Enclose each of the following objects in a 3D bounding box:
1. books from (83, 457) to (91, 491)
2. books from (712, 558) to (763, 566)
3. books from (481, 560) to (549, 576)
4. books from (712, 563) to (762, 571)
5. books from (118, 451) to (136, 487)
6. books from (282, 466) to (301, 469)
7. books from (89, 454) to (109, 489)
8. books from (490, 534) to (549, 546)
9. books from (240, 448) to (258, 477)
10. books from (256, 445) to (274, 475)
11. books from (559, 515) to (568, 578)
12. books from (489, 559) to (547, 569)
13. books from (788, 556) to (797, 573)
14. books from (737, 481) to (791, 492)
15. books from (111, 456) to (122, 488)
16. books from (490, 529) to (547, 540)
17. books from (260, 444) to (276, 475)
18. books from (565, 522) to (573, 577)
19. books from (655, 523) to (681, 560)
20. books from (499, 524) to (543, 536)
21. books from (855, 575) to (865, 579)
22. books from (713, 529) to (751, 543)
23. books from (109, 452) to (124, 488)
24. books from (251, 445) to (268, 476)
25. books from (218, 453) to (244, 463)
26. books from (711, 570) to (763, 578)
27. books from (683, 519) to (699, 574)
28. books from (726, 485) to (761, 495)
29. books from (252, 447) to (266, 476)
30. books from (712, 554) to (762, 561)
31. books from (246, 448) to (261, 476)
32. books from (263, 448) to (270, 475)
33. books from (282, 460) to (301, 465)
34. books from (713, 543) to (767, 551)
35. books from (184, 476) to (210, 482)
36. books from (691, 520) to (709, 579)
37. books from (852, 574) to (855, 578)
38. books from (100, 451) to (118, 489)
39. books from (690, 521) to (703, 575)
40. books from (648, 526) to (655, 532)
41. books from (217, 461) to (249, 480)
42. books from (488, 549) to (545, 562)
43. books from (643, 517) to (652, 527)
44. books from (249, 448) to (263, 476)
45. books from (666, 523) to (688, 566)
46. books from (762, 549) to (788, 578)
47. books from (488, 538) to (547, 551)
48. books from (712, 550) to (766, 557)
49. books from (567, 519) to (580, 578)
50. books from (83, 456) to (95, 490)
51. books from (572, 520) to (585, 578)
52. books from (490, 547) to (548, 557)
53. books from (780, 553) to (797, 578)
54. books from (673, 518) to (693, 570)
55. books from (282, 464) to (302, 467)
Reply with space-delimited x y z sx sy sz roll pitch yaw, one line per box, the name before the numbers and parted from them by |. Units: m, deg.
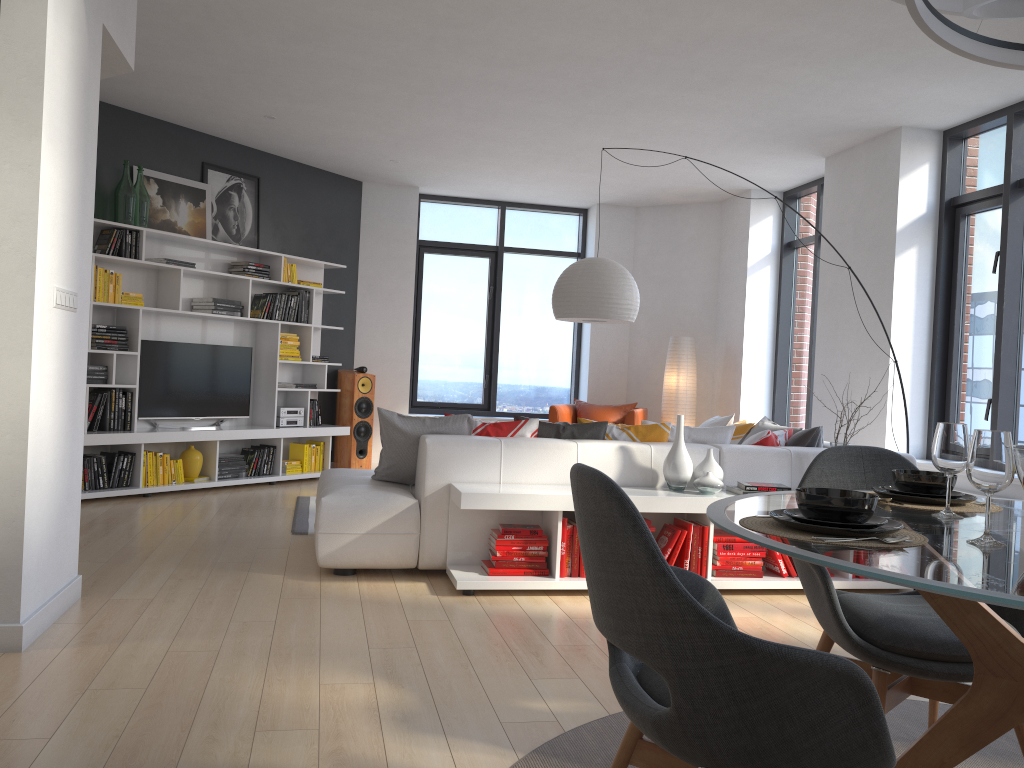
books | -3.137 0.653 6.477 0.170 0.236 0.049 3 1 33
books | 1.157 0.922 4.659 0.257 0.025 0.182 3 0 -12
books | 0.012 0.924 4.453 0.301 0.032 0.227 3 0 -12
books | 1.147 0.948 4.650 0.266 0.026 0.187 3 0 -6
books | -2.965 0.647 6.772 0.197 0.260 0.066 3 1 33
books | -2.041 0.758 8.143 0.113 0.018 0.169 3 1 34
books | -3.074 0.648 6.574 0.191 0.249 0.083 3 1 33
books | 0.033 0.784 4.461 0.269 0.028 0.179 3 0 -11
books | -2.322 0.684 7.744 0.182 0.234 0.104 3 1 33
books | -2.222 0.680 7.903 0.191 0.249 0.084 3 1 33
books | 0.229 0.805 4.457 0.036 0.294 0.208 3 0 -12
books | 0.028 0.892 4.464 0.259 0.034 0.206 3 0 -9
books | 1.460 0.900 4.705 0.186 0.223 0.188 3 0 -12
books | 1.323 0.543 4.665 0.238 0.027 0.188 3 0 1
books | -3.012 0.655 6.656 0.172 0.242 0.069 3 1 34
books | 0.032 0.758 4.464 0.254 0.025 0.178 3 0 -13
books | -2.205 0.675 7.932 0.197 0.260 0.066 3 1 33
books | 0.262 0.824 4.467 0.031 0.255 0.181 3 0 -12
books | 0.765 0.853 4.556 0.144 0.247 0.188 3 0 -12
books | 0.043 0.732 4.456 0.206 0.029 0.152 3 0 -6
books | 1.825 0.892 4.770 0.050 0.268 0.198 3 0 -12
books | 1.153 0.805 4.694 0.301 0.032 0.227 3 0 -12
books | -3.019 0.647 6.690 0.192 0.254 0.075 3 1 32
books | -2.259 0.676 7.850 0.192 0.254 0.075 3 1 32
books | -2.490 0.632 7.576 0.250 0.047 0.310 3 0 28
books | 1.153 0.977 4.660 0.259 0.034 0.206 3 0 -9
books | 0.903 0.849 4.594 0.038 0.270 0.215 3 0 -12
books | 1.317 0.569 4.689 0.300 0.026 0.245 3 0 -7
books | -2.249 0.684 7.816 0.172 0.242 0.069 3 1 34
books | 1.158 0.899 4.650 0.236 0.023 0.178 3 0 -12
books | -2.308 0.685 7.775 0.187 0.234 0.096 3 1 33
books | -2.239 0.684 7.869 0.179 0.243 0.068 3 1 32
books | -2.061 0.721 8.159 0.138 0.026 0.186 3 1 33
books | 1.163 0.841 4.671 0.279 0.039 0.206 3 0 -13
books | -2.651 0.773 7.270 0.270 0.029 0.204 3 0 18
books | 0.965 0.852 4.583 0.028 0.269 0.181 3 0 -12
books | 1.791 0.900 4.755 0.026 0.250 0.168 3 0 -12
books | -3.047 0.644 6.652 0.197 0.260 0.066 3 1 33
books | 0.935 0.853 4.592 0.028 0.266 0.188 3 0 -12
books | 0.568 0.727 4.523 0.266 0.026 0.187 3 0 -18
books | -2.473 0.725 7.570 0.277 0.137 0.343 3 0 28
books | 0.022 0.862 4.454 0.266 0.026 0.187 3 0 -6
books | 0.550 0.696 4.527 0.259 0.034 0.206 3 0 -15
books | -2.279 0.686 7.794 0.169 0.233 0.081 3 1 32
books | 0.807 0.855 4.557 0.115 0.245 0.192 3 0 -12
books | 1.358 0.880 4.690 0.134 0.248 0.192 3 0 -12
books | 0.026 0.811 4.477 0.261 0.028 0.191 3 0 -12
books | 1.167 0.874 4.656 0.261 0.027 0.191 3 0 -8
books | 0.295 0.825 4.475 0.034 0.259 0.207 3 0 -12
books | -3.119 0.650 6.491 0.169 0.242 0.050 3 1 32
books | 0.334 0.826 4.473 0.042 0.259 0.195 3 0 -12
books | 0.032 0.837 4.462 0.257 0.025 0.182 3 0 -12
books | 1.406 0.891 4.693 0.148 0.232 0.171 3 0 -10
books | 0.869 0.843 4.570 0.046 0.282 0.199 3 0 -12
books | -2.050 0.742 8.156 0.134 0.014 0.187 3 1 33
